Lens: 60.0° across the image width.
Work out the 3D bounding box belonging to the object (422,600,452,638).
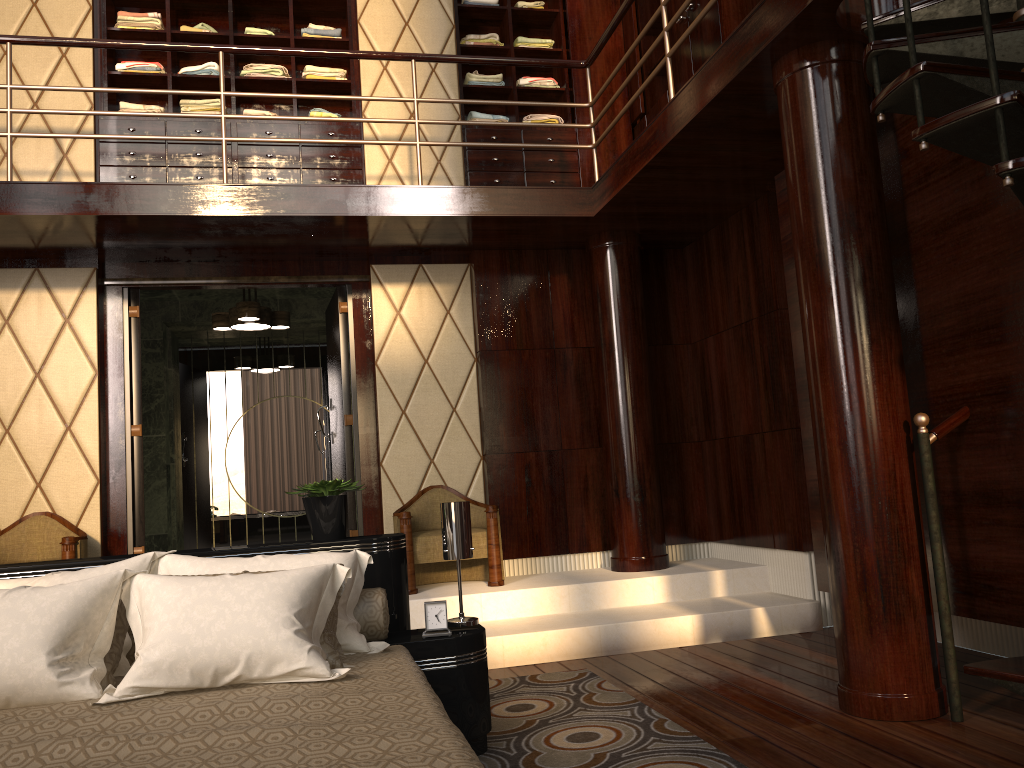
[{"bbox_3d":[-0.229,0.709,2.672,0.088,0.103,0.034,-3,-6,-5],"label":"object"}]

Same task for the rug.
[{"bbox_3d":[-0.684,1.039,1.626,2.910,0.006,3.735,-2,-7,-13],"label":"rug"}]

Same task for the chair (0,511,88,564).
[{"bbox_3d":[-2.381,0.910,4.363,0.571,0.550,0.462,-2,-7,-13],"label":"chair"}]

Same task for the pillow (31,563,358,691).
[{"bbox_3d":[-0.949,0.630,2.239,1.123,0.271,0.293,-2,-7,-13],"label":"pillow"}]

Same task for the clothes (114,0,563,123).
[{"bbox_3d":[-2.135,-2.022,5.350,4.996,0.954,0.818,-2,-7,-20],"label":"clothes"}]

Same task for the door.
[{"bbox_3d":[-1.685,0.363,5.466,1.435,1.820,0.828,-2,-7,-14],"label":"door"}]

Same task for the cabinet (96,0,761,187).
[{"bbox_3d":[-1.550,-2.093,4.747,6.767,2.432,2.576,-2,-7,-13],"label":"cabinet"}]

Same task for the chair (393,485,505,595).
[{"bbox_3d":[-0.366,0.825,4.838,0.571,0.550,0.462,-2,-7,-13],"label":"chair"}]

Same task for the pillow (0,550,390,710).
[{"bbox_3d":[-0.981,0.609,2.260,1.322,0.320,0.685,-3,-7,-12],"label":"pillow"}]

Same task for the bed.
[{"bbox_3d":[-0.864,0.733,1.745,1.985,0.660,2.381,-2,-7,-13],"label":"bed"}]

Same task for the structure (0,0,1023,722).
[{"bbox_3d":[-1.139,-0.348,3.310,6.107,3.189,3.750,-2,-7,-13],"label":"structure"}]

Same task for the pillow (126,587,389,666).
[{"bbox_3d":[-1.055,0.727,2.553,1.396,0.167,0.173,-2,-7,-13],"label":"pillow"}]

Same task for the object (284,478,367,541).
[{"bbox_3d":[-0.615,0.418,2.965,0.256,0.205,0.241,0,-8,-31],"label":"object"}]

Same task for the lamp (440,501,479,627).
[{"bbox_3d":[-0.171,0.571,2.830,0.106,0.385,0.109,-3,-6,-6],"label":"lamp"}]

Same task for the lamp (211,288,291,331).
[{"bbox_3d":[-1.795,-0.543,5.921,0.467,0.347,0.515,-6,-7,17],"label":"lamp"}]
